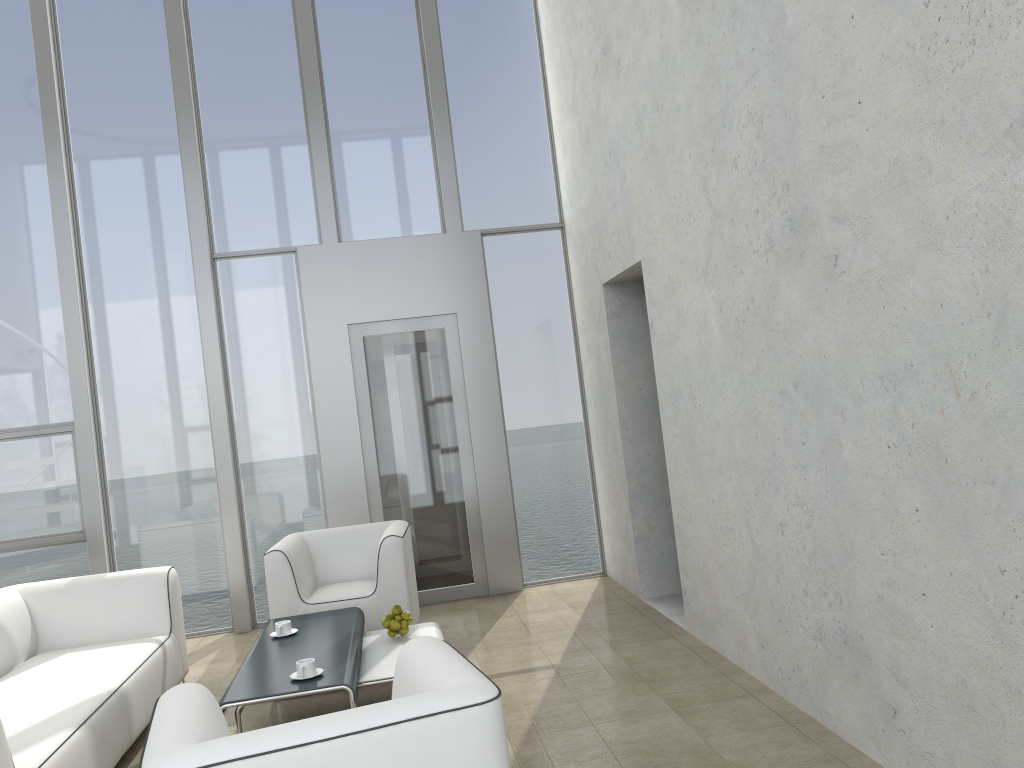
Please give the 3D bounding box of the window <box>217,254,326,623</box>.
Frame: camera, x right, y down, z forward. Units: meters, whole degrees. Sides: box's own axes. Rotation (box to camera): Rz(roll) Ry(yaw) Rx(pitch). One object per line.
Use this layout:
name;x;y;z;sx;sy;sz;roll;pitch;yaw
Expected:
window;-1.723;0.384;6.477;0.556;2.646;0.010;-7;-1;-8

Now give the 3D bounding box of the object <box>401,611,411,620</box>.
object;-0.531;1.159;4.438;0.047;0.045;0.047;-7;-1;-8

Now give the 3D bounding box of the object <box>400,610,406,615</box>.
object;-0.550;1.175;4.499;0.050;0.054;0.055;-6;-2;-39

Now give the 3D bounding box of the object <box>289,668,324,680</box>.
object;-0.820;1.163;3.546;0.130;0.014;0.136;-7;-1;7

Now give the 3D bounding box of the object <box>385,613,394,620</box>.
object;-0.616;1.176;4.463;0.044;0.043;0.040;-7;-1;6

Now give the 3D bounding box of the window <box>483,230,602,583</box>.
window;0.232;0.157;6.766;0.605;2.646;0.010;-7;-1;-8

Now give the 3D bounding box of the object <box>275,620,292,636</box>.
object;-1.119;1.191;4.319;0.075;0.057;0.090;-8;-2;40

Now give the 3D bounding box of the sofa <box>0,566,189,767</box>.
sofa;-2.153;1.325;3.706;0.971;0.638;2.601;-7;-1;-8

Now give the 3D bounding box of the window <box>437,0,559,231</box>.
window;-0.175;-2.664;6.829;0.742;2.947;0.010;-7;-1;-8

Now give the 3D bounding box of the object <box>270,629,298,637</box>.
object;-1.111;1.217;4.324;0.130;0.014;0.136;-7;-1;7

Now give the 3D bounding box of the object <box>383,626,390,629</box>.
object;-0.628;1.212;4.482;0.054;0.055;0.053;-5;-2;-44

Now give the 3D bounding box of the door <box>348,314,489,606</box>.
door;-0.686;0.562;6.532;0.804;2.102;0.030;-7;-1;-8

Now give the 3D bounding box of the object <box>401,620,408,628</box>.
object;-0.540;1.197;4.423;0.039;0.040;0.040;-6;-1;-17

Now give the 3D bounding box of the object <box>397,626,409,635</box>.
object;-0.547;1.234;4.458;0.059;0.056;0.061;-8;-2;37

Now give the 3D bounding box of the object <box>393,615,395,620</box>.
object;-0.599;1.194;4.518;0.054;0.048;0.055;-6;-1;-15

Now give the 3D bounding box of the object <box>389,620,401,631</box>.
object;-0.581;1.200;4.416;0.058;0.058;0.058;-6;-2;-42

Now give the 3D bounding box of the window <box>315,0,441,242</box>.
window;-1.072;-2.560;6.695;0.742;2.947;0.010;-7;-1;-8

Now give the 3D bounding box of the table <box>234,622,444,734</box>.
table;-0.759;1.433;4.213;0.929;0.276;0.901;-7;-1;-8

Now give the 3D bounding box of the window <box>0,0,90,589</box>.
window;-3.603;-0.908;6.245;0.800;5.700;0.050;-7;-1;-8

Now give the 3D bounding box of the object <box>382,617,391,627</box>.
object;-0.626;1.188;4.421;0.047;0.048;0.047;-8;-2;44

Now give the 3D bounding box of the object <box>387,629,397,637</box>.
object;-0.600;1.245;4.445;0.048;0.048;0.048;-7;-1;3

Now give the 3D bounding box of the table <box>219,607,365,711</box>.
table;-0.944;1.394;4.061;0.532;0.390;1.420;-7;-1;-8

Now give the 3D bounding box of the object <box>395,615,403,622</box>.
object;-0.567;1.176;4.446;0.040;0.038;0.040;-6;-2;-37

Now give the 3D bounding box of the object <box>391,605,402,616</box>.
object;-0.582;1.142;4.475;0.055;0.056;0.055;-7;-1;-8

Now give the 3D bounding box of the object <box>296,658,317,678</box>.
object;-0.828;1.137;3.541;0.075;0.057;0.090;-8;-2;40

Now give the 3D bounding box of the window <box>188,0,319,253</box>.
window;-1.970;-2.456;6.561;0.742;2.947;0.010;-7;-1;-8

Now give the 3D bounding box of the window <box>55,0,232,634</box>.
window;-2.707;-1.012;6.394;0.742;5.653;0.010;-7;-1;-8

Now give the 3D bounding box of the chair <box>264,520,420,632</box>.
chair;-1.031;1.237;5.514;0.829;0.635;0.720;-7;-1;-3

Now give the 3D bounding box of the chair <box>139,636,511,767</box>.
chair;-0.468;1.089;2.294;0.829;0.635;0.720;-6;-2;-18

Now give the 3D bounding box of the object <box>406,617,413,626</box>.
object;-0.521;1.192;4.463;0.047;0.045;0.047;-7;-1;-4
